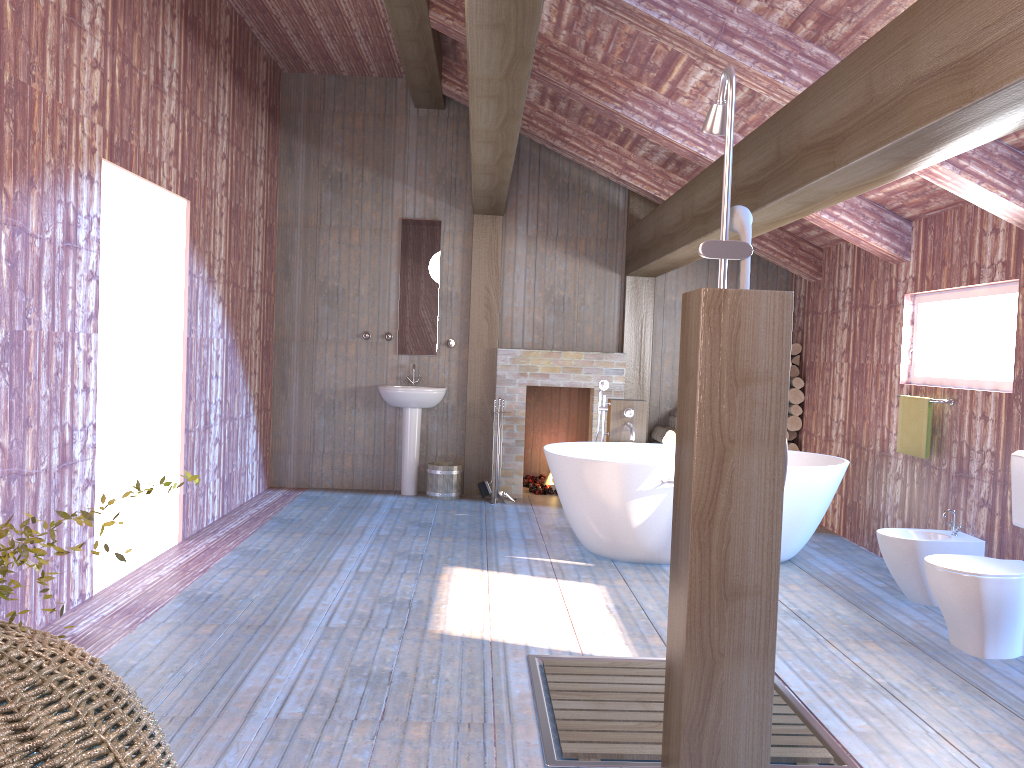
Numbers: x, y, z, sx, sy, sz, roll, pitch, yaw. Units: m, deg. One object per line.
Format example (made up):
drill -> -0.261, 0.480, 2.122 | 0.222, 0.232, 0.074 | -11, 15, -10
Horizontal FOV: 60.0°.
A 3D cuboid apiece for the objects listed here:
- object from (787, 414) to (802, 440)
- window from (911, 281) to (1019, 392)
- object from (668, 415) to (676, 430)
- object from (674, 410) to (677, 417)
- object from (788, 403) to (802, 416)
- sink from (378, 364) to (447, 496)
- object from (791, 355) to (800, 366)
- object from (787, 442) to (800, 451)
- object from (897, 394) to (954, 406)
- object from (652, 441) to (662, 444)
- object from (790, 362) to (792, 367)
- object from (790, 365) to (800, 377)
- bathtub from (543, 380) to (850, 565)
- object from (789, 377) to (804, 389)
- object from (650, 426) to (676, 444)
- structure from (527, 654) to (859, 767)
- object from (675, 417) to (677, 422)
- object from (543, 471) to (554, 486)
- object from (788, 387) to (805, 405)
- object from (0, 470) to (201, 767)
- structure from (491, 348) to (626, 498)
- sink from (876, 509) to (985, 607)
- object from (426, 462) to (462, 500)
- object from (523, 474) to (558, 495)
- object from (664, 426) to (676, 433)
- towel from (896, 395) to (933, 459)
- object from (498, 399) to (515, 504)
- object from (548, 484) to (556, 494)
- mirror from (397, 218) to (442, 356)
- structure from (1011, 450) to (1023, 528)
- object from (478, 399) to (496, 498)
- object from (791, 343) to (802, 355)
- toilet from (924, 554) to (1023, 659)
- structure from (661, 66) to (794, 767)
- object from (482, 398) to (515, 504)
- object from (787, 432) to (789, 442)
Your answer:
object -> 2.387, 0.376, 7.745 | 0.137, 0.256, 0.439 | 2, 2, -2
window -> 2.640, -0.265, 5.141 | 0.054, 0.587, 1.255 | 2, 2, -1
object -> 1.458, 0.344, 7.808 | 0.108, 0.113, 0.302 | 2, 2, -2
object -> 1.511, 0.264, 7.739 | 0.114, 0.113, 0.301 | 2, 2, -4
object -> 2.405, 0.211, 7.730 | 0.102, 0.109, 0.438 | 2, 2, -2
sink -> -0.872, 0.400, 7.654 | 0.582, 1.143, 0.475 | 2, 2, -3
object -> 2.429, -0.214, 7.767 | 0.081, 0.100, 0.281 | 2, 2, -2
object -> 2.369, 0.561, 7.763 | 0.139, 0.137, 0.455 | 2, 2, -4
object -> 2.483, 0.091, 5.373 | 0.091, 0.043, 0.581 | 2, 2, -2
object -> 1.313, 0.580, 7.701 | 0.137, 0.133, 0.437 | 2, 2, -4
object -> 2.299, -0.182, 7.732 | 0.133, 0.142, 0.456 | 2, 2, -1
object -> 2.417, -0.117, 7.754 | 0.107, 0.115, 0.269 | 2, 2, -1
bathtub -> 1.174, 0.567, 5.803 | 1.935, 1.109, 1.460 | 3, 2, 20
object -> 2.418, -0.021, 7.721 | 0.102, 0.109, 0.438 | 2, 2, -2
object -> 1.323, 0.449, 7.708 | 0.139, 0.137, 0.455 | 2, 2, -4
structure -> 0.583, 1.208, 3.266 | 1.000, 0.067, 1.000 | 2, 2, -2
object -> 1.455, 0.421, 7.530 | 0.147, 0.298, 0.109 | 2, 2, 1
object -> 0.402, 0.843, 8.349 | 0.221, 0.306, 0.121 | 3, 2, 25
object -> 2.400, 0.092, 7.729 | 0.147, 0.152, 0.439 | 2, 2, -2
object -> -1.040, 0.668, 1.491 | 0.972, 1.073, 0.970 | 1, 2, -22
structure -> 0.403, 0.366, 7.838 | 1.130, 1.330, 0.226 | 2, 2, -2
sink -> 2.253, 0.936, 4.843 | 0.515, 0.517, 0.335 | 2, 2, -1
object -> -0.587, 0.834, 7.656 | 0.309, 0.290, 0.308 | 2, 2, 8
object -> 0.456, 0.961, 8.510 | 0.829, 0.085, 0.935 | 1, 2, -20
object -> 1.413, 0.425, 7.807 | 0.099, 0.093, 0.280 | 2, 2, -1
towel -> 2.441, 0.256, 5.382 | 0.032, 0.361, 0.370 | 2, 2, -2
object -> -0.068, 0.564, 7.524 | 0.206, 0.871, 0.126 | 4, 3, 41
object -> 0.451, 0.958, 8.199 | 0.085, 0.084, 0.278 | 4, 3, 44
mirror -> -0.817, -0.852, 7.816 | 0.350, 1.199, 0.009 | 2, 2, -2
structure -> 2.455, 0.498, 4.042 | 0.182, 0.363, 0.358 | 2, 2, -1
object -> -0.215, 0.545, 7.530 | 0.136, 0.846, 0.062 | 1, 2, -21
object -> 2.429, -0.299, 7.748 | 0.112, 0.113, 0.271 | 2, 2, -2
toilet -> 2.158, 1.021, 4.058 | 0.534, 0.400, 0.375 | 2, 2, -1
structure -> 0.666, 0.118, 2.684 | 0.328, 2.209, 0.522 | 3, 2, 19
object -> -0.146, 0.556, 7.585 | 0.276, 0.888, 0.333 | 4, 3, 40
object -> 2.270, 0.443, 7.741 | 0.137, 0.133, 0.437 | 2, 2, -4
